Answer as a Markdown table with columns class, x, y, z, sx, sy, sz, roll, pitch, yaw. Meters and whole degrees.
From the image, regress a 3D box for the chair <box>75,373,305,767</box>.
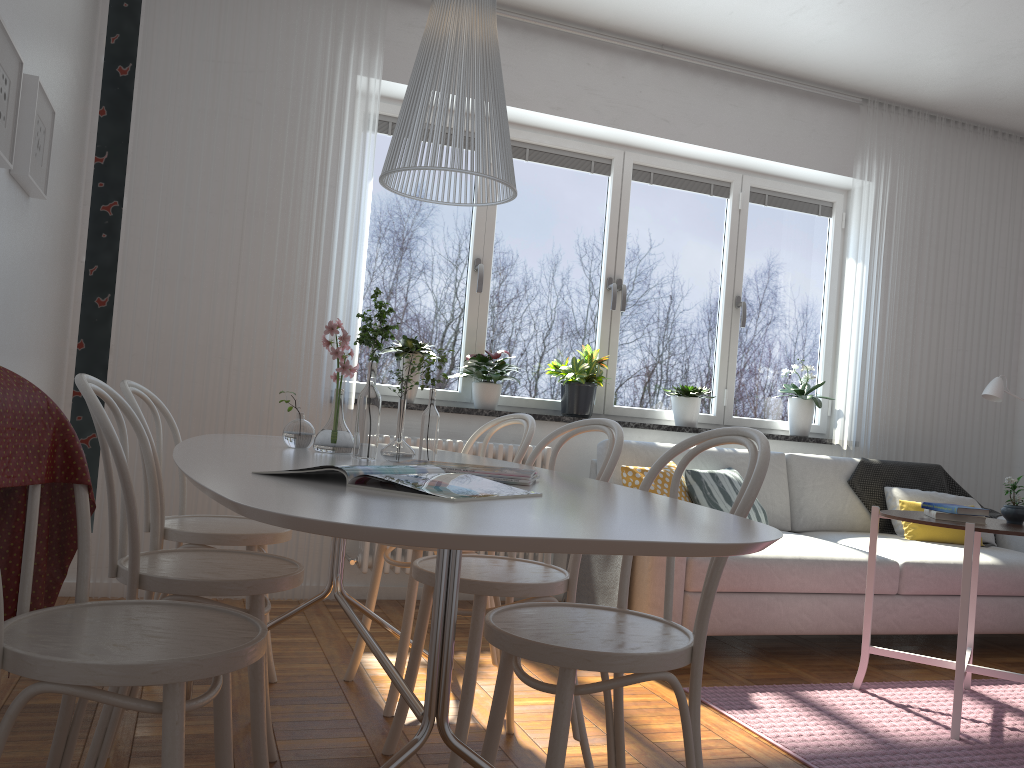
| class | x | y | z | sx | sy | sz | roll | pitch | yaw |
| --- | --- | --- | --- | --- | --- | --- | --- | --- | --- |
| chair | -0.742 | 0.456 | 2.008 | 0.520 | 0.917 | 0.447 | 5 | -2 | -19 |

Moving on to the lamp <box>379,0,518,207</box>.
| class | x | y | z | sx | sy | sz | roll | pitch | yaw |
| --- | --- | --- | --- | --- | --- | --- | --- | --- | --- |
| lamp | -0.073 | -1.158 | 1.893 | 0.292 | 1.496 | 0.293 | 4 | -1 | 25 |

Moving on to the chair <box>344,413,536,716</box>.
| class | x | y | z | sx | sy | sz | roll | pitch | yaw |
| --- | --- | --- | --- | --- | --- | --- | --- | --- | --- |
| chair | 1.113 | 0.466 | 3.769 | 3.697 | 1.342 | 0.447 | 6 | -2 | -34 |

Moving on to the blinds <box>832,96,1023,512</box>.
| class | x | y | z | sx | sy | sz | roll | pitch | yaw |
| --- | --- | --- | --- | --- | --- | --- | --- | --- | --- |
| blinds | 2.467 | -0.142 | 5.222 | 1.293 | 2.885 | 0.055 | 5 | -1 | -20 |

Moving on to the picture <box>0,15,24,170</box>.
| class | x | y | z | sx | sy | sz | roll | pitch | yaw |
| --- | --- | --- | --- | --- | --- | --- | --- | --- | --- |
| picture | -1.189 | -0.668 | 2.040 | 0.047 | 0.273 | 0.311 | 5 | -2 | -20 |

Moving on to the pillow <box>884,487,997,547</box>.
| class | x | y | z | sx | sy | sz | roll | pitch | yaw |
| --- | --- | --- | --- | --- | --- | --- | --- | --- | --- |
| pillow | 2.227 | 0.689 | 4.613 | 0.532 | 0.259 | 0.301 | 5 | -2 | -6 |

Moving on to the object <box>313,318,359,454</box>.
| class | x | y | z | sx | sy | sz | roll | pitch | yaw |
| --- | --- | --- | --- | --- | --- | --- | --- | --- | --- |
| object | -0.446 | 0.005 | 2.302 | 0.108 | 0.348 | 0.111 | 4 | -2 | 40 |

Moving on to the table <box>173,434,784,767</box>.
| class | x | y | z | sx | sy | sz | roll | pitch | yaw |
| --- | --- | --- | --- | --- | --- | --- | --- | --- | --- |
| table | -0.320 | 0.566 | 2.048 | 0.932 | 0.769 | 2.289 | 5 | -2 | -20 |

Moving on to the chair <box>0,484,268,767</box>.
| class | x | y | z | sx | sy | sz | roll | pitch | yaw |
| --- | --- | --- | --- | --- | --- | --- | --- | --- | --- |
| chair | -0.664 | 0.439 | 1.425 | 0.520 | 0.917 | 0.448 | 5 | -2 | -9 |

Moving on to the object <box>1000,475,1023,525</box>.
| class | x | y | z | sx | sy | sz | roll | pitch | yaw |
| --- | --- | --- | --- | --- | --- | --- | --- | --- | --- |
| object | 1.799 | 0.411 | 3.167 | 0.109 | 0.174 | 0.096 | 6 | -2 | -41 |

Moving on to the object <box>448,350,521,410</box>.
| class | x | y | z | sx | sy | sz | roll | pitch | yaw |
| --- | --- | --- | --- | --- | --- | --- | --- | --- | --- |
| object | -0.124 | -0.024 | 4.475 | 0.370 | 0.308 | 0.380 | 3 | -3 | 45 |

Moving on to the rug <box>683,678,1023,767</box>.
| class | x | y | z | sx | sy | sz | roll | pitch | yaw |
| --- | --- | --- | --- | --- | --- | --- | --- | --- | --- |
| rug | 2.147 | 1.170 | 2.412 | 2.458 | 0.008 | 2.366 | 6 | -2 | -20 |

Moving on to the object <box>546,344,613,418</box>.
| class | x | y | z | sx | sy | sz | roll | pitch | yaw |
| --- | --- | --- | --- | --- | --- | --- | --- | --- | --- |
| object | 0.342 | -0.018 | 4.612 | 0.333 | 0.384 | 0.299 | 5 | -2 | -4 |

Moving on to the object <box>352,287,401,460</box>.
| class | x | y | z | sx | sy | sz | roll | pitch | yaw |
| --- | --- | --- | --- | --- | --- | --- | --- | --- | --- |
| object | -0.338 | -0.028 | 2.156 | 0.107 | 0.419 | 0.110 | 6 | -2 | -31 |

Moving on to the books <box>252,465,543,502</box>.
| class | x | y | z | sx | sy | sz | roll | pitch | yaw |
| --- | --- | --- | --- | --- | --- | --- | --- | --- | --- |
| books | -0.189 | 0.153 | 1.479 | 0.405 | 0.029 | 0.266 | 3 | -3 | 30 |

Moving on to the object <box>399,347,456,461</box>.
| class | x | y | z | sx | sy | sz | roll | pitch | yaw |
| --- | --- | --- | --- | --- | --- | --- | --- | --- | --- |
| object | -0.216 | 0.051 | 2.279 | 0.146 | 0.294 | 0.098 | 4 | -1 | 14 |

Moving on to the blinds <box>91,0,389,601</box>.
| class | x | y | z | sx | sy | sz | roll | pitch | yaw |
| --- | --- | --- | --- | --- | --- | --- | --- | --- | --- |
| blinds | -1.163 | -0.493 | 3.925 | 1.038 | 2.885 | 0.055 | 5 | -1 | -20 |

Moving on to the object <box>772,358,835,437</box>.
| class | x | y | z | sx | sy | sz | roll | pitch | yaw |
| --- | --- | --- | --- | --- | --- | --- | --- | --- | --- |
| object | 1.657 | 0.082 | 5.159 | 0.286 | 0.443 | 0.340 | 6 | -2 | -31 |

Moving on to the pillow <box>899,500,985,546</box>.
| class | x | y | z | sx | sy | sz | roll | pitch | yaw |
| --- | --- | --- | --- | --- | --- | --- | --- | --- | --- |
| pillow | 2.138 | 0.691 | 4.421 | 0.401 | 0.194 | 0.211 | 5 | -2 | -2 |

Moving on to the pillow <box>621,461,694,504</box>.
| class | x | y | z | sx | sy | sz | roll | pitch | yaw |
| --- | --- | --- | --- | --- | --- | --- | --- | --- | --- |
| pillow | 0.701 | 0.515 | 4.074 | 0.312 | 0.317 | 0.465 | 3 | -2 | 38 |

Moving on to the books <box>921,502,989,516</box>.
| class | x | y | z | sx | sy | sz | roll | pitch | yaw |
| --- | --- | --- | --- | --- | --- | --- | --- | --- | --- |
| books | 1.553 | 0.438 | 3.110 | 0.136 | 0.024 | 0.175 | 5 | -2 | -15 |

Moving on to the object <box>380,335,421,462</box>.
| class | x | y | z | sx | sy | sz | roll | pitch | yaw |
| --- | --- | --- | --- | --- | --- | --- | --- | --- | --- |
| object | -0.261 | 0.033 | 2.120 | 0.084 | 0.308 | 0.084 | 4 | -2 | 25 |

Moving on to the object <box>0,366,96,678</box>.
| class | x | y | z | sx | sy | sz | roll | pitch | yaw |
| --- | --- | --- | --- | --- | --- | --- | --- | --- | --- |
| object | -0.841 | 0.247 | 1.405 | 0.201 | 0.579 | 0.491 | 5 | -2 | -5 |

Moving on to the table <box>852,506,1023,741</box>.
| class | x | y | z | sx | sy | sz | roll | pitch | yaw |
| --- | --- | --- | --- | --- | --- | --- | --- | --- | --- |
| table | 1.599 | 0.811 | 3.107 | 0.618 | 0.687 | 0.618 | 5 | -2 | -21 |

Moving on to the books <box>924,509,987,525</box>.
| class | x | y | z | sx | sy | sz | roll | pitch | yaw |
| --- | --- | --- | --- | --- | --- | --- | --- | --- | --- |
| books | 1.562 | 0.465 | 3.130 | 0.162 | 0.026 | 0.209 | 4 | -2 | 15 |

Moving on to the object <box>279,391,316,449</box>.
| class | x | y | z | sx | sy | sz | roll | pitch | yaw |
| --- | --- | --- | --- | --- | --- | --- | --- | --- | --- |
| object | -0.582 | 0.096 | 2.387 | 0.112 | 0.151 | 0.087 | 5 | -2 | 3 |

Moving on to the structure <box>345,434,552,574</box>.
| class | x | y | z | sx | sy | sz | roll | pitch | yaw |
| --- | --- | --- | --- | --- | --- | --- | --- | --- | --- |
| structure | -0.274 | 0.576 | 4.204 | 0.973 | 0.623 | 0.224 | 5 | -2 | -20 |

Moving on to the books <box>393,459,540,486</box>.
| class | x | y | z | sx | sy | sz | roll | pitch | yaw |
| --- | --- | --- | --- | --- | --- | --- | --- | --- | --- |
| books | -0.090 | 0.178 | 1.801 | 0.278 | 0.022 | 0.204 | 4 | -2 | 7 |

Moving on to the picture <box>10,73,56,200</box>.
| class | x | y | z | sx | sy | sz | roll | pitch | yaw |
| --- | --- | --- | --- | --- | --- | --- | --- | --- | --- |
| picture | -1.358 | -0.694 | 2.522 | 0.047 | 0.273 | 0.311 | 5 | -2 | -20 |

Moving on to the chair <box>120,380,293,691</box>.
| class | x | y | z | sx | sy | sz | roll | pitch | yaw |
| --- | --- | --- | --- | --- | --- | --- | --- | --- | --- |
| chair | -0.924 | 0.466 | 2.641 | 0.520 | 0.917 | 0.448 | 5 | -2 | -14 |

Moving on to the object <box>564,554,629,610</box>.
| class | x | y | z | sx | sy | sz | roll | pitch | yaw |
| --- | --- | --- | --- | --- | --- | --- | --- | --- | --- |
| object | 0.471 | 0.735 | 3.805 | 0.288 | 0.533 | 0.608 | 5 | -2 | -19 |

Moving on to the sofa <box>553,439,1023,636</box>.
| class | x | y | z | sx | sy | sz | roll | pitch | yaw |
| --- | --- | --- | --- | --- | --- | --- | --- | --- | --- |
| sofa | 1.517 | 0.774 | 4.277 | 2.463 | 0.842 | 1.004 | 5 | -2 | -20 |

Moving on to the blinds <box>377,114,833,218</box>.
| class | x | y | z | sx | sy | sz | roll | pitch | yaw |
| --- | --- | --- | --- | --- | --- | --- | --- | --- | --- |
| blinds | 0.599 | -1.175 | 4.881 | 2.846 | 0.098 | 0.015 | 6 | -2 | -20 |

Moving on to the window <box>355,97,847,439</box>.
| class | x | y | z | sx | sy | sz | roll | pitch | yaw |
| --- | --- | --- | --- | --- | --- | --- | --- | --- | --- |
| window | 0.560 | -0.556 | 4.834 | 3.022 | 1.510 | 0.151 | 5 | -1 | -20 |

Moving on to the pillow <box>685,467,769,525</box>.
| class | x | y | z | sx | sy | sz | roll | pitch | yaw |
| --- | --- | --- | --- | --- | --- | --- | --- | --- | --- |
| pillow | 1.020 | 0.543 | 4.171 | 0.309 | 0.288 | 0.470 | 3 | -3 | 42 |

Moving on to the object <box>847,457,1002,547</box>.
| class | x | y | z | sx | sy | sz | roll | pitch | yaw |
| --- | --- | --- | --- | --- | --- | --- | --- | --- | --- |
| object | 2.267 | 0.753 | 4.788 | 0.676 | 0.648 | 0.979 | 3 | -3 | 40 |

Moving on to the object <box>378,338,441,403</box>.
| class | x | y | z | sx | sy | sz | roll | pitch | yaw |
| --- | --- | --- | --- | --- | --- | --- | --- | --- | --- |
| object | -0.480 | -0.064 | 4.291 | 0.292 | 0.315 | 0.354 | 6 | -2 | -28 |

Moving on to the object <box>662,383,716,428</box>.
| class | x | y | z | sx | sy | sz | roll | pitch | yaw |
| --- | --- | --- | --- | --- | --- | --- | --- | --- | --- |
| object | 0.961 | 0.117 | 4.854 | 0.267 | 0.237 | 0.283 | 6 | -2 | -38 |

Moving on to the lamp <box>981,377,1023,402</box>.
| class | x | y | z | sx | sy | sz | roll | pitch | yaw |
| --- | --- | --- | --- | --- | --- | --- | --- | --- | --- |
| lamp | 1.407 | 0.474 | 3.322 | 0.332 | 1.346 | 4.596 | 4 | -2 | 40 |
